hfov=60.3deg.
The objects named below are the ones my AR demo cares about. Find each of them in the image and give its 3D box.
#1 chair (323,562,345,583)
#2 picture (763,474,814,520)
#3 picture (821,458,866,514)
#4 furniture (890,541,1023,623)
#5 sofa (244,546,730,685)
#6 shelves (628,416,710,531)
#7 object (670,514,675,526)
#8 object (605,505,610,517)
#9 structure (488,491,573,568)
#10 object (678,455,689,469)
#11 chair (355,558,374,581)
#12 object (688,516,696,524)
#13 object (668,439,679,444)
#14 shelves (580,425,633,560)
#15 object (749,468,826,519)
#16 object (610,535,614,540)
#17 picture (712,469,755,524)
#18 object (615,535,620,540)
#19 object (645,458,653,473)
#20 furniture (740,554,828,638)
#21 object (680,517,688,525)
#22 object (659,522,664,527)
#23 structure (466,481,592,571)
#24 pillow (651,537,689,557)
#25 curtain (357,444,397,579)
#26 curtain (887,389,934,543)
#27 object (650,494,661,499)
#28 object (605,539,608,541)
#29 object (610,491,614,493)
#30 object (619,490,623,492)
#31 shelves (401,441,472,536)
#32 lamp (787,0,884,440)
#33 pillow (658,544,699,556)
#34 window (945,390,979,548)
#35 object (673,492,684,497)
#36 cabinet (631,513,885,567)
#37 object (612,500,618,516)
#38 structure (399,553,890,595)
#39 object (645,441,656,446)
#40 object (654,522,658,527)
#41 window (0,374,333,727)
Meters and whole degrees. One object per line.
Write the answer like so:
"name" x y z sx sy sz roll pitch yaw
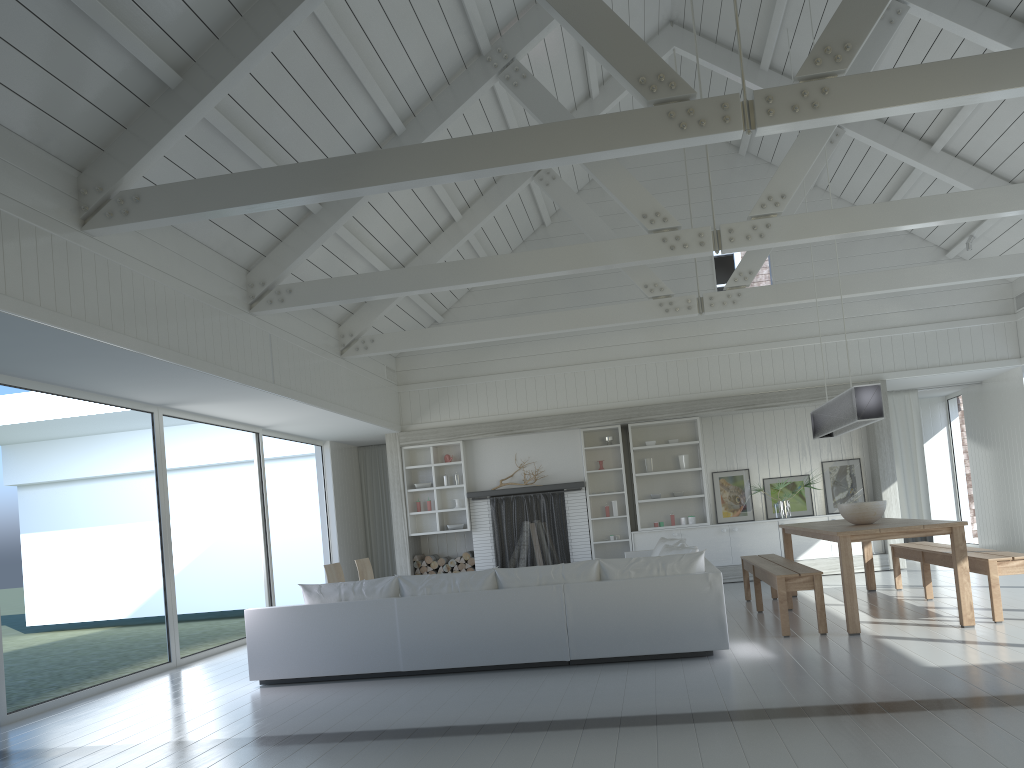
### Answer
"chair" -1.611 2.186 8.886 0.556 0.776 0.598 -6 -5 8
"picture" 3.681 1.507 11.745 0.610 0.550 0.054 -6 -3 9
"picture" 4.379 1.350 11.630 0.495 0.700 0.065 -6 -3 9
"furniture" 3.863 1.676 7.705 0.341 0.468 2.699 -6 -9 8
"sofa" 0.061 1.970 8.295 3.482 0.733 4.163 -6 -9 8
"shelves" 2.132 1.239 12.026 0.940 1.436 0.608 -6 -4 9
"object" 2.162 1.808 11.866 0.054 0.195 0.054 -6 -3 8
"object" 1.298 1.712 12.004 0.054 0.195 0.054 -6 -3 8
"structure" 0.237 2.010 11.922 1.099 1.058 0.117 -6 -3 8
"object" 2.317 1.053 11.858 0.102 0.196 0.103 -2 -5 -36
"chair" -1.435 2.288 9.648 0.556 0.776 0.598 -6 -5 8
"object" 2.408 1.818 11.796 0.086 0.111 0.085 -10 -7 43
"object" 2.204 0.797 12.028 0.141 0.066 0.142 -6 -8 8
"shelves" 1.327 1.608 12.141 0.541 1.990 0.607 -6 -3 8
"object" 3.589 1.431 11.461 0.972 0.626 0.626 -6 -6 6
"object" 1.361 2.088 11.985 0.054 0.071 0.055 -6 -5 8
"picture" 2.971 1.511 11.846 0.495 0.700 0.065 -6 -3 9
"object" 1.434 2.085 11.972 0.058 0.060 0.058 -6 -6 8
"object" 1.855 1.106 11.929 0.103 0.196 0.103 -6 -4 8
"furniture" 2.389 1.845 7.932 0.341 0.468 2.699 -6 -9 8
"object" 2.326 1.846 11.877 0.092 0.095 0.090 -10 -7 42
"object" 2.015 1.893 11.896 0.058 0.060 0.058 -4 -6 -14
"structure" 0.293 2.082 12.271 1.619 1.279 0.864 -6 -5 9
"pillow" 1.619 1.821 8.992 0.462 0.474 2.075 -5 -8 1
"curtain" -1.977 2.103 13.511 0.631 2.358 0.117 -6 -3 8
"curtain" 5.376 1.283 12.525 1.008 2.358 0.117 -6 -3 9
"object" 1.943 1.519 11.902 0.141 0.066 0.142 -6 -8 8
"object" 1.287 2.120 11.996 0.054 0.025 0.055 -6 -8 8
"object" 1.362 1.476 12.039 0.054 0.025 0.055 -6 -8 8
"object" 1.487 1.470 12.075 0.054 0.025 0.055 -6 -8 8
"shelves" -1.011 1.474 12.381 0.867 1.233 0.551 -6 -4 9
"lamp" 2.764 -1.684 7.932 0.200 4.220 1.915 -6 -4 8
"pillow" 1.324 1.593 7.354 0.466 0.474 1.329 -5 -8 0
"window" 6.983 1.328 13.596 0.038 2.415 0.950 -6 -3 8
"object" 2.269 1.504 11.996 0.141 0.066 0.142 -6 -8 8
"cabinet" 3.227 2.110 11.803 3.186 0.548 0.657 -7 -6 9
"object" 1.402 1.692 11.986 0.072 0.210 0.071 -6 -3 8
"structure" 1.746 2.633 12.329 6.359 0.344 1.895 -7 -9 9
"object" 1.878 0.812 11.935 0.141 0.066 0.142 -6 -8 8
"object" 1.942 1.892 11.881 0.054 0.071 0.055 -4 -5 -13
"window" -3.223 1.411 8.147 0.080 2.403 8.776 -6 -8 8
